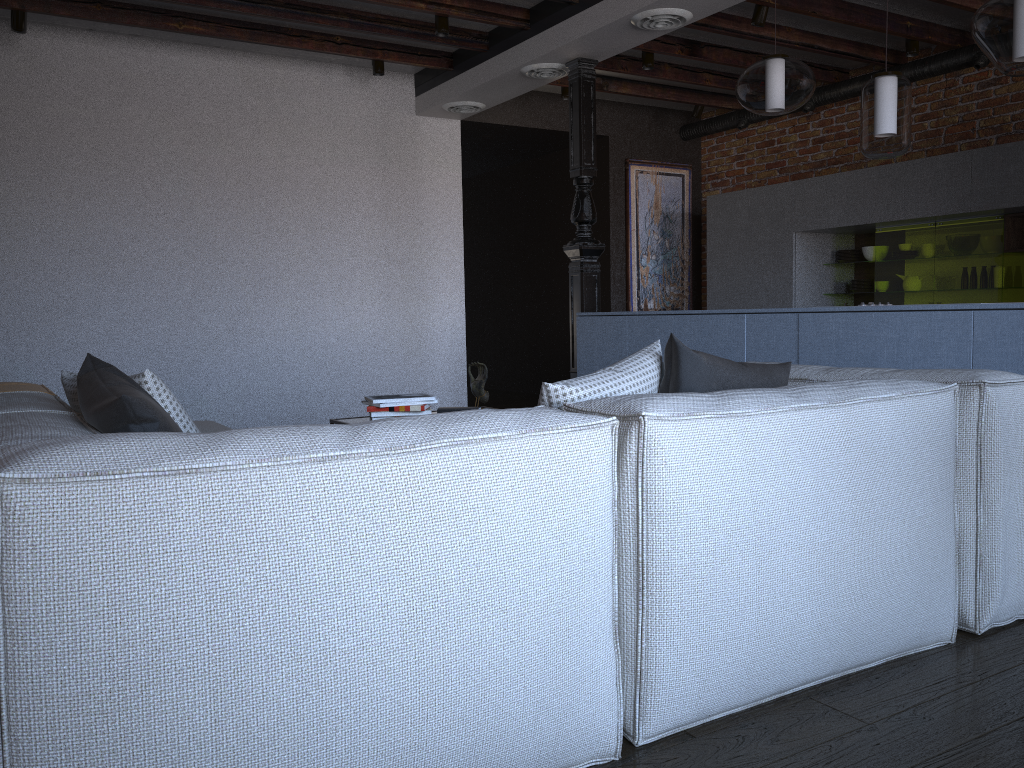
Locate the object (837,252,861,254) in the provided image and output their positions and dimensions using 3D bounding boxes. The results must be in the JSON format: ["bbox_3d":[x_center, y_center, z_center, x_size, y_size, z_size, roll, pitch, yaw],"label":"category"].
[{"bbox_3d":[2.626,-1.008,6.915,0.180,0.027,0.180,1,5,27],"label":"object"}]

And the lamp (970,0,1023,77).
[{"bbox_3d":[1.837,-1.491,3.149,0.367,0.747,0.367,1,5,22],"label":"lamp"}]

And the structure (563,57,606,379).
[{"bbox_3d":[-2.091,-0.515,2.533,0.481,2.395,8.511,3,6,40],"label":"structure"}]

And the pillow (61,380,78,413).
[{"bbox_3d":[-1.053,0.130,2.604,0.485,0.314,0.358,0,5,12],"label":"pillow"}]

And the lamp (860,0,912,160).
[{"bbox_3d":[1.548,-1.421,3.662,0.195,0.955,0.197,-1,5,-1],"label":"lamp"}]

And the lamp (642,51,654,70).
[{"bbox_3d":[0.932,-2.289,6.158,0.121,0.184,0.082,-5,6,-39],"label":"lamp"}]

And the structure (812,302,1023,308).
[{"bbox_3d":[1.727,-0.318,3.688,0.504,0.057,0.763,-4,5,-31],"label":"structure"}]

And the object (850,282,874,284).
[{"bbox_3d":[2.696,-0.770,6.827,0.180,0.027,0.180,1,5,27],"label":"object"}]

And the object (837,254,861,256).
[{"bbox_3d":[2.626,-0.997,6.915,0.180,0.027,0.180,1,5,27],"label":"object"}]

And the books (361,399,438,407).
[{"bbox_3d":[-0.473,0.075,3.742,0.268,0.014,0.196,-4,5,-32],"label":"books"}]

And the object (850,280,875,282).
[{"bbox_3d":[2.695,-0.781,6.826,0.180,0.027,0.180,1,5,27],"label":"object"}]

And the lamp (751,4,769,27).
[{"bbox_3d":[1.472,-2.219,5.255,0.119,0.203,0.091,3,6,38],"label":"lamp"}]

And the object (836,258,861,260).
[{"bbox_3d":[2.627,-0.965,6.918,0.180,0.027,0.180,1,5,27],"label":"object"}]

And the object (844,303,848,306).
[{"bbox_3d":[2.591,-0.541,6.890,0.193,0.178,0.208,0,5,11],"label":"object"}]

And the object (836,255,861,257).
[{"bbox_3d":[2.626,-0.986,6.916,0.180,0.027,0.180,1,5,27],"label":"object"}]

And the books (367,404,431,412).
[{"bbox_3d":[-0.471,0.094,3.723,0.239,0.023,0.190,-1,4,3],"label":"books"}]

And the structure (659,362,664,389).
[{"bbox_3d":[1.029,0.064,4.647,0.332,0.394,0.943,-4,5,-31],"label":"structure"}]

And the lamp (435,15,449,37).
[{"bbox_3d":[-0.438,-2.196,5.337,0.116,0.184,0.082,0,5,19],"label":"lamp"}]

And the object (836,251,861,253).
[{"bbox_3d":[2.626,-1.019,6.914,0.180,0.027,0.180,1,5,27],"label":"object"}]

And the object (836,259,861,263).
[{"bbox_3d":[2.627,-0.954,6.919,0.180,0.027,0.180,1,5,27],"label":"object"}]

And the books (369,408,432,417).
[{"bbox_3d":[-0.475,0.114,3.748,0.251,0.023,0.209,-2,5,-12],"label":"books"}]

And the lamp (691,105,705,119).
[{"bbox_3d":[1.626,-2.415,7.738,0.130,0.207,0.091,2,6,31],"label":"lamp"}]

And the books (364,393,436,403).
[{"bbox_3d":[-0.473,0.060,3.740,0.268,0.014,0.196,-3,5,-20],"label":"books"}]

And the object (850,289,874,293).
[{"bbox_3d":[2.697,-0.716,6.832,0.180,0.027,0.180,1,5,27],"label":"object"}]

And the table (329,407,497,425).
[{"bbox_3d":[-0.252,0.343,3.661,0.842,0.389,0.848,-4,5,-31],"label":"table"}]

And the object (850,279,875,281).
[{"bbox_3d":[2.695,-0.791,6.825,0.180,0.027,0.180,1,5,27],"label":"object"}]

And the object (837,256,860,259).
[{"bbox_3d":[2.627,-0.976,6.917,0.180,0.027,0.180,1,5,27],"label":"object"}]

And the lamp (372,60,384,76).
[{"bbox_3d":[-0.952,-2.252,6.189,0.120,0.184,0.082,0,5,11],"label":"lamp"}]

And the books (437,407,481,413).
[{"bbox_3d":[-0.231,0.116,3.913,0.182,0.029,0.129,-1,5,6],"label":"books"}]

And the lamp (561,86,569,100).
[{"bbox_3d":[0.414,-2.344,7.002,0.114,0.184,0.082,1,5,24],"label":"lamp"}]

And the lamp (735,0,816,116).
[{"bbox_3d":[1.230,-1.597,4.143,0.364,0.665,0.364,3,6,42],"label":"lamp"}]

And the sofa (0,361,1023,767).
[{"bbox_3d":[-0.488,0.282,3.095,2.535,0.698,3.299,-4,5,-32],"label":"sofa"}]

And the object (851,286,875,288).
[{"bbox_3d":[2.696,-0.738,6.830,0.180,0.027,0.180,1,5,27],"label":"object"}]

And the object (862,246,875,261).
[{"bbox_3d":[2.753,-0.982,6.720,0.191,0.113,0.191,-3,5,-23],"label":"object"}]

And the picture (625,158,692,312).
[{"bbox_3d":[1.379,-1.336,8.306,0.780,1.471,0.067,-4,6,-31],"label":"picture"}]

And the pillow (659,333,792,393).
[{"bbox_3d":[0.508,0.069,2.295,0.538,0.417,0.238,-5,6,-41],"label":"pillow"}]

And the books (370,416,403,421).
[{"bbox_3d":[-0.473,0.137,3.750,0.247,0.024,0.209,-2,5,-12],"label":"books"}]

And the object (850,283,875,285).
[{"bbox_3d":[2.696,-0.759,6.828,0.180,0.027,0.180,1,5,27],"label":"object"}]

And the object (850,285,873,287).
[{"bbox_3d":[2.696,-0.748,6.829,0.180,0.027,0.180,1,5,27],"label":"object"}]

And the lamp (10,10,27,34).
[{"bbox_3d":[-2.824,-2.112,5.065,0.093,0.210,0.146,-5,6,-36],"label":"lamp"}]

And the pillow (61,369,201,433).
[{"bbox_3d":[-0.921,0.126,2.253,0.495,0.354,0.293,3,7,44],"label":"pillow"}]

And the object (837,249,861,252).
[{"bbox_3d":[2.625,-1.029,6.913,0.180,0.027,0.180,1,5,27],"label":"object"}]

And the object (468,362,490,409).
[{"bbox_3d":[-0.152,0.008,4.024,0.099,0.223,0.093,0,5,9],"label":"object"}]

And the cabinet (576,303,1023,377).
[{"bbox_3d":[1.418,0.060,4.232,0.607,0.844,2.959,-4,5,-31],"label":"cabinet"}]

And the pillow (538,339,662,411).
[{"bbox_3d":[0.207,0.101,2.144,0.250,0.402,0.543,3,6,41],"label":"pillow"}]

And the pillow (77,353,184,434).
[{"bbox_3d":[-0.792,0.133,1.934,0.263,0.400,0.510,-5,6,-37],"label":"pillow"}]

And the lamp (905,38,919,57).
[{"bbox_3d":[2.689,-2.311,5.987,0.110,0.184,0.082,2,6,31],"label":"lamp"}]

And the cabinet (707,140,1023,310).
[{"bbox_3d":[3.057,-0.598,6.004,0.713,1.809,4.172,-4,5,-31],"label":"cabinet"}]

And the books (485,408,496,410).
[{"bbox_3d":[-0.082,0.135,3.598,0.225,0.038,0.308,1,5,29],"label":"books"}]

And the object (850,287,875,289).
[{"bbox_3d":[2.697,-0.727,6.831,0.180,0.027,0.180,1,5,27],"label":"object"}]
